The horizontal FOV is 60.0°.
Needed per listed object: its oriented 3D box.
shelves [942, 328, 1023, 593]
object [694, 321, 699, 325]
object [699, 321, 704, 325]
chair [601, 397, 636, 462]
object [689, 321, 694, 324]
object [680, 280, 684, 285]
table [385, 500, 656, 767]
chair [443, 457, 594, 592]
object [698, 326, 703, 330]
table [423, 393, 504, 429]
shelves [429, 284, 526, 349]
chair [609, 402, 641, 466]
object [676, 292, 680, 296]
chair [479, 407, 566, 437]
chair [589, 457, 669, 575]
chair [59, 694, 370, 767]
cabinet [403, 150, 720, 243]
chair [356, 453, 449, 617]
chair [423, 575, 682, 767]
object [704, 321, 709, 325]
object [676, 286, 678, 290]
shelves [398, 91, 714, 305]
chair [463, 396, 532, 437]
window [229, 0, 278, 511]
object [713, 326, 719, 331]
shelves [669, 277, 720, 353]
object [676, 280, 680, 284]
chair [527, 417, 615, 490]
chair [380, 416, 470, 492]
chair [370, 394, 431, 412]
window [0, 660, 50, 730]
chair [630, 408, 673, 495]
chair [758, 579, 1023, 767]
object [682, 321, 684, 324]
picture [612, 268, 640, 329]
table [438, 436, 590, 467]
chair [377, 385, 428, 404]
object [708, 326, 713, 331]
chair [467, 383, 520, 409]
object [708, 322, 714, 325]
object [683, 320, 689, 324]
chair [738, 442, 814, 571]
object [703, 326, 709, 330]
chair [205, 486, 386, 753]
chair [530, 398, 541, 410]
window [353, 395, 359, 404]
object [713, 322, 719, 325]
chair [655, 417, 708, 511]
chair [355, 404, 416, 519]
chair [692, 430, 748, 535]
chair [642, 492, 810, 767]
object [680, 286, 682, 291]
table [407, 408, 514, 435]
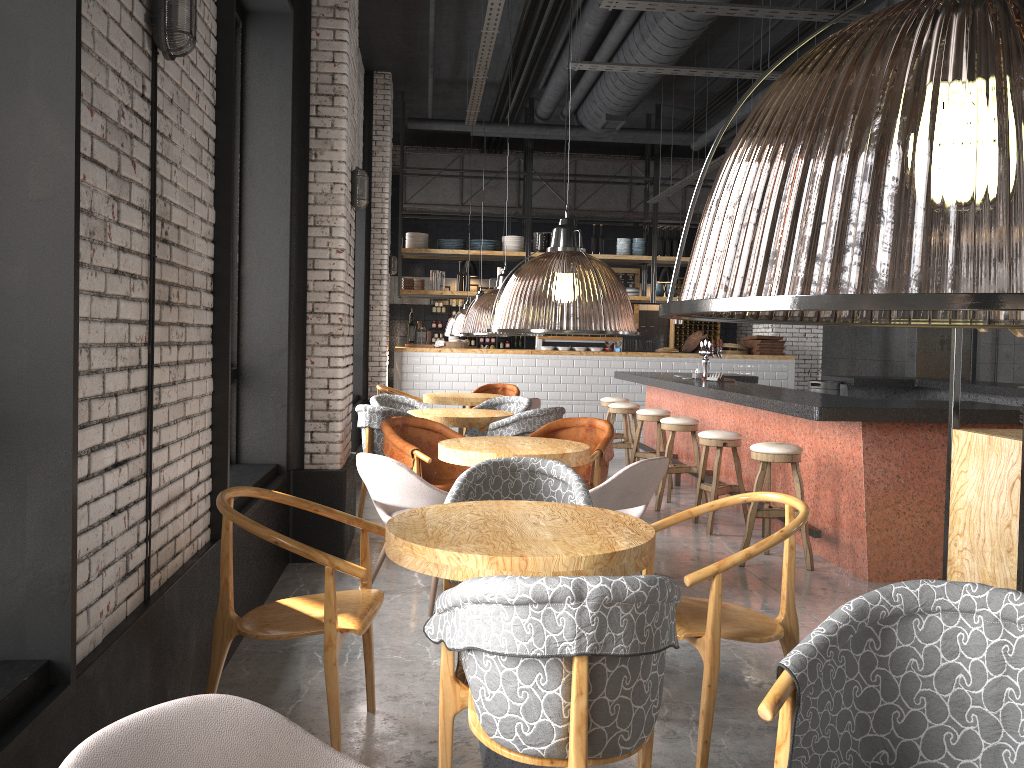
[{"bbox_3d":[4.151,-1.182,4.406,3.659,5.016,0.690,1,2,-6],"label":"shelves"},{"bbox_3d":[3.441,-1.149,16.533,0.079,0.079,0.284,1,3,-6],"label":"object"},{"bbox_3d":[3.531,-1.149,16.577,0.079,0.079,0.284,1,3,-6],"label":"object"},{"bbox_3d":[1.158,0.553,10.423,0.439,0.805,0.481,0,2,-37],"label":"chair"},{"bbox_3d":[3.347,-1.150,16.520,0.079,0.079,0.284,1,3,-6],"label":"object"},{"bbox_3d":[3.172,-1.891,16.518,0.079,0.079,0.284,1,3,-6],"label":"object"},{"bbox_3d":[0.021,0.896,3.108,0.932,0.809,0.932,3,3,42],"label":"table"},{"bbox_3d":[0.050,0.813,3.894,0.681,0.928,0.644,1,2,4],"label":"chair"},{"bbox_3d":[3.528,-1.044,16.584,0.079,0.079,0.284,1,3,-6],"label":"object"},{"bbox_3d":[-0.554,0.532,10.158,0.932,0.809,0.932,3,3,37],"label":"table"},{"bbox_3d":[-0.630,-1.080,16.266,1.761,1.481,0.157,1,2,-6],"label":"shelves"},{"bbox_3d":[1.211,0.602,9.465,0.480,0.805,0.439,0,2,-32],"label":"chair"},{"bbox_3d":[3.073,-1.683,16.519,0.079,0.079,0.284,1,3,-6],"label":"object"},{"bbox_3d":[0.146,0.640,7.418,0.644,0.928,0.681,3,3,39],"label":"chair"},{"bbox_3d":[0.482,0.799,5.032,0.803,0.850,0.771,3,3,44],"label":"chair"},{"bbox_3d":[-0.278,0.971,1.237,0.802,0.850,0.771,3,3,34],"label":"chair"},{"bbox_3d":[1.032,-3.050,15.665,5.863,1.767,0.682,1,2,-6],"label":"cabinet"},{"bbox_3d":[-0.481,0.782,4.939,0.771,0.850,0.802,3,3,44],"label":"chair"},{"bbox_3d":[0.110,0.895,2.283,0.681,0.928,0.644,1,2,-6],"label":"chair"},{"bbox_3d":[3.629,-1.145,16.548,0.079,0.079,0.284,1,3,-6],"label":"object"},{"bbox_3d":[3.076,-1.787,16.512,0.079,0.079,0.284,1,3,-6],"label":"object"},{"bbox_3d":[1.171,-2.770,13.387,5.676,3.065,0.598,1,2,-6],"label":"shelves"},{"bbox_3d":[-0.079,0.585,8.413,0.681,0.928,0.644,3,3,39],"label":"chair"},{"bbox_3d":[-1.456,-0.778,4.408,0.365,2.695,1.536,1,2,-6],"label":"window"},{"bbox_3d":[3.814,-1.037,16.573,0.079,0.079,0.284,1,3,-6],"label":"object"},{"bbox_3d":[3.426,-0.900,16.624,0.889,2.147,0.251,1,2,-6],"label":"shelves"},{"bbox_3d":[3.082,-1.891,16.474,0.079,0.079,0.284,1,3,-6],"label":"object"},{"bbox_3d":[0.438,0.710,6.143,0.681,0.928,0.644,3,2,32],"label":"chair"},{"bbox_3d":[-0.592,0.696,5.946,0.644,0.928,0.681,3,3,37],"label":"chair"},{"bbox_3d":[-1.031,0.572,8.250,0.644,0.928,0.681,3,3,39],"label":"chair"},{"bbox_3d":[-1.143,-0.612,1.226,0.365,2.695,1.536,1,2,-6],"label":"window"},{"bbox_3d":[1.347,0.641,8.737,0.439,0.805,0.480,3,2,33],"label":"chair"},{"bbox_3d":[0.953,0.934,1.871,0.681,0.928,0.644,3,3,44],"label":"chair"},{"bbox_3d":[3.155,-1.156,16.544,0.079,0.079,0.284,1,3,-6],"label":"object"},{"bbox_3d":[1.909,-1.614,16.671,0.980,1.141,0.021,1,2,-6],"label":"picture"},{"bbox_3d":[0.005,0.777,5.477,0.932,0.809,0.932,3,3,42],"label":"table"},{"bbox_3d":[-1.312,0.474,10.174,0.644,0.920,0.613,1,2,1],"label":"chair"},{"bbox_3d":[3.717,-1.041,16.598,0.079,0.079,0.284,1,3,-6],"label":"object"},{"bbox_3d":[-0.177,0.464,10.808,0.681,0.928,0.644,2,2,17],"label":"chair"},{"bbox_3d":[3.719,-1.146,16.596,0.079,0.079,0.284,1,3,-6],"label":"object"},{"bbox_3d":[3.249,-1.154,16.549,0.079,0.079,0.284,1,3,-6],"label":"object"},{"bbox_3d":[1.771,0.795,5.846,0.439,0.805,0.480,3,3,43],"label":"chair"},{"bbox_3d":[3.624,-1.042,16.574,0.079,0.079,0.284,1,3,-6],"label":"object"},{"bbox_3d":[-0.787,0.835,3.145,0.644,0.920,0.613,1,2,1],"label":"chair"},{"bbox_3d":[-0.077,0.554,9.713,0.803,0.850,0.771,3,3,44],"label":"chair"},{"bbox_3d":[-2.083,-1.109,10.777,0.365,2.695,1.536,1,2,-6],"label":"window"},{"bbox_3d":[3.815,-1.143,16.589,0.079,0.079,0.284,1,3,-6],"label":"object"},{"bbox_3d":[1.416,0.690,7.784,0.439,0.805,0.481,0,2,-32],"label":"chair"},{"bbox_3d":[-1.016,0.622,7.250,0.681,0.928,0.644,3,3,39],"label":"chair"},{"bbox_3d":[1.612,0.763,7.004,0.480,0.805,0.439,0,2,-27],"label":"chair"},{"bbox_3d":[0.795,0.868,3.211,0.644,0.920,0.613,1,2,-14],"label":"chair"},{"bbox_3d":[3.174,-1.784,16.483,0.079,0.079,0.284,1,3,-6],"label":"object"},{"bbox_3d":[-0.456,0.654,7.753,0.932,0.809,0.932,3,3,42],"label":"table"}]
